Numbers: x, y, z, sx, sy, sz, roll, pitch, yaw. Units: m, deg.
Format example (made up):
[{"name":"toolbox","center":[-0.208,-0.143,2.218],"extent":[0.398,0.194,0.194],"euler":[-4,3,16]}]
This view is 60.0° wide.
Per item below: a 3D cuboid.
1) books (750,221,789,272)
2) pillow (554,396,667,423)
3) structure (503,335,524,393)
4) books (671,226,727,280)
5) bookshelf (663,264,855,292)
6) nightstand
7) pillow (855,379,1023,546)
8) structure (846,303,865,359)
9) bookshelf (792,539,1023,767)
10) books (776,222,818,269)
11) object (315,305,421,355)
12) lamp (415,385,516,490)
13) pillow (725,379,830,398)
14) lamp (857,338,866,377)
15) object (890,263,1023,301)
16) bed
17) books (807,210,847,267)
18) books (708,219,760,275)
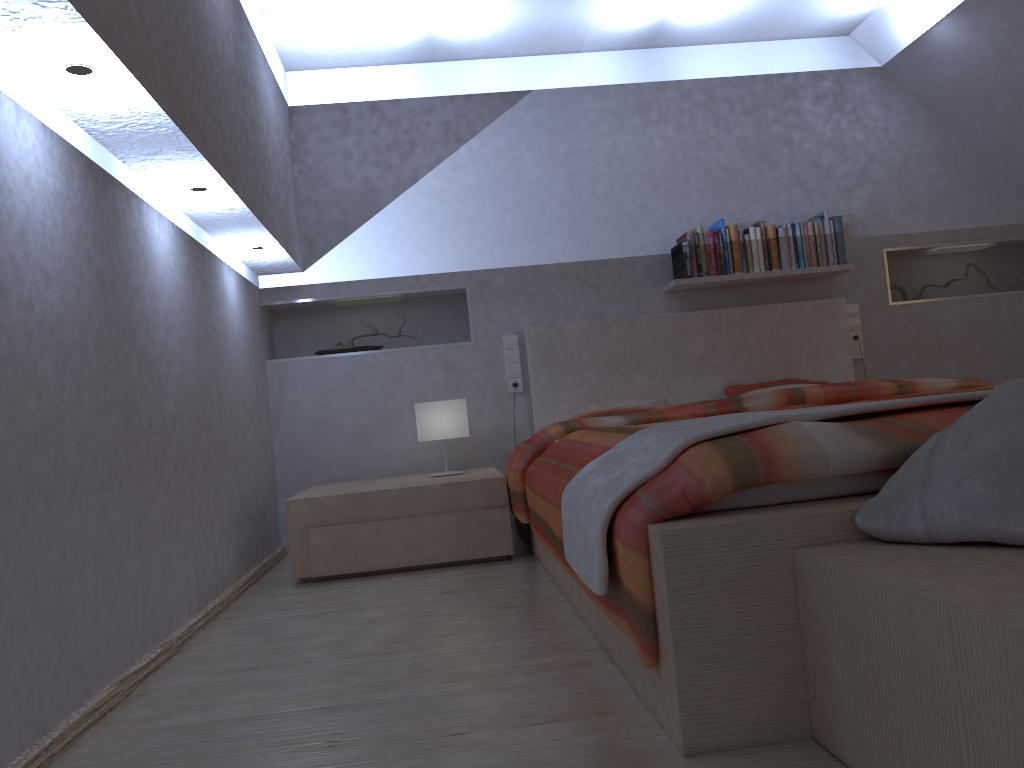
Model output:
[{"name":"books","center":[1.281,-0.684,4.475],"extent":[0.140,0.260,0.209],"euler":[-6,-2,-5]},{"name":"pillow","center":[0.508,0.159,4.185],"extent":[0.572,0.180,0.492],"euler":[-6,-2,-5]},{"name":"structure","center":[0.005,-0.100,4.449],"extent":[0.077,0.286,0.034],"euler":[-6,-2,-5]},{"name":"books","center":[0.931,-0.650,4.441],"extent":[0.209,0.260,0.215],"euler":[-6,-2,-5]},{"name":"bookshelf","center":[1.237,-0.534,4.466],"extent":[0.916,0.028,0.223],"euler":[-6,-2,-5]},{"name":"nightstand","center":[-0.468,0.587,3.854],"extent":[0.859,0.329,0.847],"euler":[-6,-2,-5]},{"name":"pillow","center":[0.873,0.110,1.405],"extent":[0.498,0.241,0.470],"euler":[-4,-3,-40]},{"name":"structure","center":[1.777,-0.273,4.610],"extent":[0.077,0.286,0.034],"euler":[-6,-2,-5]},{"name":"bookshelf","center":[1.237,0.330,1.175],"extent":[1.495,0.303,0.643],"euler":[-6,-2,-5]},{"name":"books","center":[1.430,-0.684,4.493],"extent":[0.159,0.231,0.200],"euler":[-6,-2,-5]},{"name":"object","center":[-0.723,-0.280,4.547],"extent":[0.589,0.242,0.183],"euler":[-6,-2,-7]},{"name":"lamp","center":[-0.235,0.279,4.160],"extent":[0.318,0.515,0.684],"euler":[-7,-2,23]},{"name":"pillow","center":[1.362,0.060,4.214],"extent":[0.566,0.188,0.497],"euler":[-6,-2,-5]},{"name":"lamp","center":[2.256,0.063,3.373],"extent":[0.396,0.788,2.551],"euler":[-5,-2,-15]},{"name":"object","center":[2.478,-0.563,4.832],"extent":[0.905,0.193,0.085],"euler":[-6,-2,-5]},{"name":"bed","center":[1.047,0.070,3.005],"extent":[2.087,0.994,3.009],"euler":[-6,-2,-5]},{"name":"books","center":[1.578,-0.723,4.507],"extent":[0.145,0.281,0.200],"euler":[-6,-2,-5]},{"name":"books","center":[1.121,-0.679,4.466],"extent":[0.178,0.281,0.200],"euler":[-6,-2,-5]}]
